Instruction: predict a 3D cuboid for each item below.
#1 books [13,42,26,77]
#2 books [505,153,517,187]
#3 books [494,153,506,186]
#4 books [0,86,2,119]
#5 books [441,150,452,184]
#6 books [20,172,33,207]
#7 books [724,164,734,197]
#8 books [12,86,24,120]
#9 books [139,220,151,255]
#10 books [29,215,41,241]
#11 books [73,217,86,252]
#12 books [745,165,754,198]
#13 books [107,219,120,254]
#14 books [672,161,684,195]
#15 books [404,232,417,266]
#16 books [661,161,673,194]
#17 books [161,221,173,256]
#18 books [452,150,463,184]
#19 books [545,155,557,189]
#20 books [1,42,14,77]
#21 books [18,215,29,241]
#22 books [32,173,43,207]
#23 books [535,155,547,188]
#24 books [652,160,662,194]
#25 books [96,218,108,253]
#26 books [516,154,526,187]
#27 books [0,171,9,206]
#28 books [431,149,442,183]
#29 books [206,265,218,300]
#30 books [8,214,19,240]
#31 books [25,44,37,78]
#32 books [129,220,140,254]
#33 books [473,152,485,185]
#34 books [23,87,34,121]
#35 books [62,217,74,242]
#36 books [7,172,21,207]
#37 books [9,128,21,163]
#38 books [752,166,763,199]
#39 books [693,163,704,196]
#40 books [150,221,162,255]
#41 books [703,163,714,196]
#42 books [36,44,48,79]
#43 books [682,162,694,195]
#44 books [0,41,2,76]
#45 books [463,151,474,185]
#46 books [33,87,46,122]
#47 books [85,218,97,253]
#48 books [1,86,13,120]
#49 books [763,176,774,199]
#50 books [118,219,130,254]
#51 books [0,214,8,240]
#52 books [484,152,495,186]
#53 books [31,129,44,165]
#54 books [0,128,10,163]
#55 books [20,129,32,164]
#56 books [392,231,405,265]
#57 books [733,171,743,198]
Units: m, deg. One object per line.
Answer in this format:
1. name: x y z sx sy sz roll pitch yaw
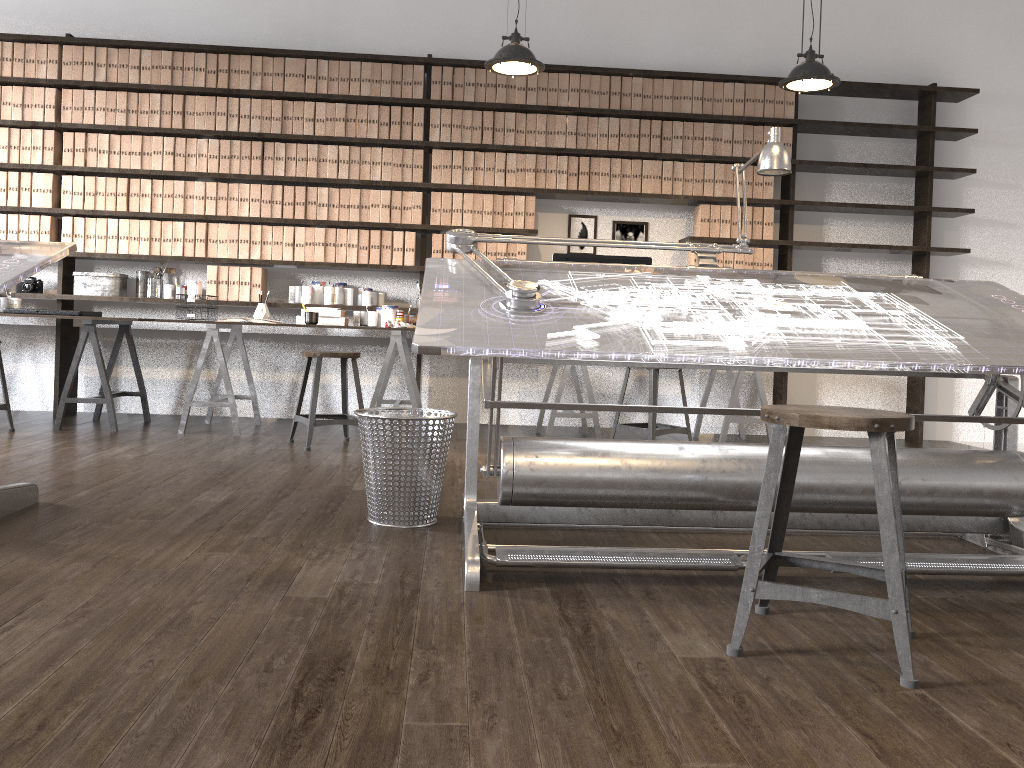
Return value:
1. books: -3.144 -2.066 5.723 0.067 0.225 0.175 2 2 -4
2. books: -0.010 -1.417 5.937 0.067 0.225 0.175 2 2 -4
3. books: -0.082 -1.420 5.930 0.067 0.225 0.175 2 2 -4
4. books: -3.290 -1.793 5.716 0.067 0.225 0.175 2 2 -4
5. books: -0.435 -1.431 5.905 0.067 0.225 0.175 2 2 -4
6. books: -3.109 -1.242 5.735 0.067 0.225 0.175 2 2 -4
7. books: 1.451 -1.370 6.037 0.067 0.225 0.175 2 2 -4
8. books: -3.151 -1.788 5.720 0.067 0.225 0.175 2 2 -4
9. books: -2.368 -0.947 5.781 0.067 0.225 0.175 2 2 -4
10. books: -3.058 -0.970 5.741 0.067 0.225 0.175 2 2 -4
11. books: -2.779 -0.960 5.756 0.067 0.225 0.174 2 2 -4
12. books: 1.585 -1.366 6.047 0.067 0.225 0.175 2 2 -4
13. books: -2.569 -0.953 5.768 0.067 0.225 0.175 2 2 -4
14. books: 1.107 -1.381 6.012 0.067 0.225 0.174 2 2 -4
15. books: -0.675 -0.892 5.897 0.067 0.225 0.175 2 2 -4
16. books: 1.035 -1.383 6.004 0.067 0.225 0.175 2 2 -4
17. books: -2.230 -0.943 5.796 0.067 0.225 0.174 2 2 -4
18. books: -0.363 -1.429 5.910 0.067 0.225 0.175 2 2 -4
19. books: 0.258 -1.409 5.958 0.067 0.225 0.174 2 2 -4
20. books: -3.218 -2.068 5.717 0.067 0.225 0.175 2 2 -4
21. books: -3.123 -0.972 5.734 0.067 0.225 0.175 2 2 -4
22. books: -3.033 -1.239 5.737 0.067 0.225 0.175 2 2 -4
23. books: 0.187 -1.411 5.953 0.067 0.225 0.175 2 2 -4
24. books: 0.963 -1.385 5.999 0.067 0.225 0.175 2 2 -4
25. books: -2.640 -0.956 5.767 0.067 0.225 0.175 2 2 -4
26. books: 0.053 -1.415 5.943 0.067 0.225 0.175 2 2 -4
27. books: -3.257 -1.247 5.725 0.067 0.225 0.175 2 2 -4
28. books: -0.498 -1.433 5.905 0.067 0.225 0.175 2 2 -4
29. books: -1.945 -0.659 5.812 0.067 0.225 0.175 2 2 -4
30. books: -3.186 -0.973 5.725 0.067 0.225 0.175 2 2 -4
31. books: -3.074 -2.063 5.729 0.067 0.225 0.174 2 2 -4
32. books: -2.435 -0.949 5.781 0.067 0.225 0.175 2 2 -4
33. books: -0.222 -1.424 5.927 0.067 0.225 0.174 2 2 -4
34. books: -3.085 -1.786 5.729 0.067 0.225 0.175 2 2 -4
35. books: -2.851 -0.962 5.748 0.067 0.225 0.175 2 2 -4
36. books: -3.182 -1.244 5.724 0.067 0.225 0.175 2 2 -4
37. books: -3.175 -1.521 5.727 0.067 0.225 0.175 2 2 -4
38. books: 1.655 -1.363 6.052 0.067 0.225 0.174 2 2 -4
39. books: 1.246 -1.377 6.023 0.067 0.225 0.175 2 2 -4
40. books: -2.301 -0.945 5.791 0.067 0.225 0.175 2 2 -4
41. books: 1.316 -1.374 6.024 0.067 0.225 0.175 2 2 -4
42. books: -3.005 -2.061 5.730 0.067 0.225 0.174 2 2 -4
43. books: 1.176 -1.379 6.020 0.067 0.225 0.174 2 2 -4
44. books: -3.281 -2.070 5.708 0.067 0.225 0.175 2 2 -4
45. books: -0.291 -1.426 5.918 0.067 0.225 0.174 2 2 -4
46. books: -3.022 -1.784 5.732 0.067 0.225 0.175 2 2 -4
47. books: -2.709 -0.958 5.765 0.067 0.225 0.174 2 2 -4
48. books: -3.221 -1.791 5.722 0.067 0.225 0.174 2 2 -4
49. books: 1.726 -1.361 6.052 0.067 0.225 0.174 2 2 -4
50. books: -2.497 -0.951 5.775 0.067 0.225 0.175 2 2 -4
51. books: -3.258 -0.976 5.721 0.067 0.225 0.175 2 2 -4
52. books: -0.152 -1.422 5.929 0.067 0.225 0.175 2 2 -4
53. books: -3.033 -1.517 5.732 0.067 0.225 0.174 2 2 -4
54. books: -3.242 -1.523 5.717 0.067 0.225 0.175 2 2 -4
55. books: -3.104 -1.519 5.732 0.067 0.225 0.174 2 2 -4
56. books: -0.753 -0.894 5.890 0.067 0.225 0.175 2 2 -4
57. books: 1.518 -1.367 6.036 0.067 0.225 0.175 2 2 -4
